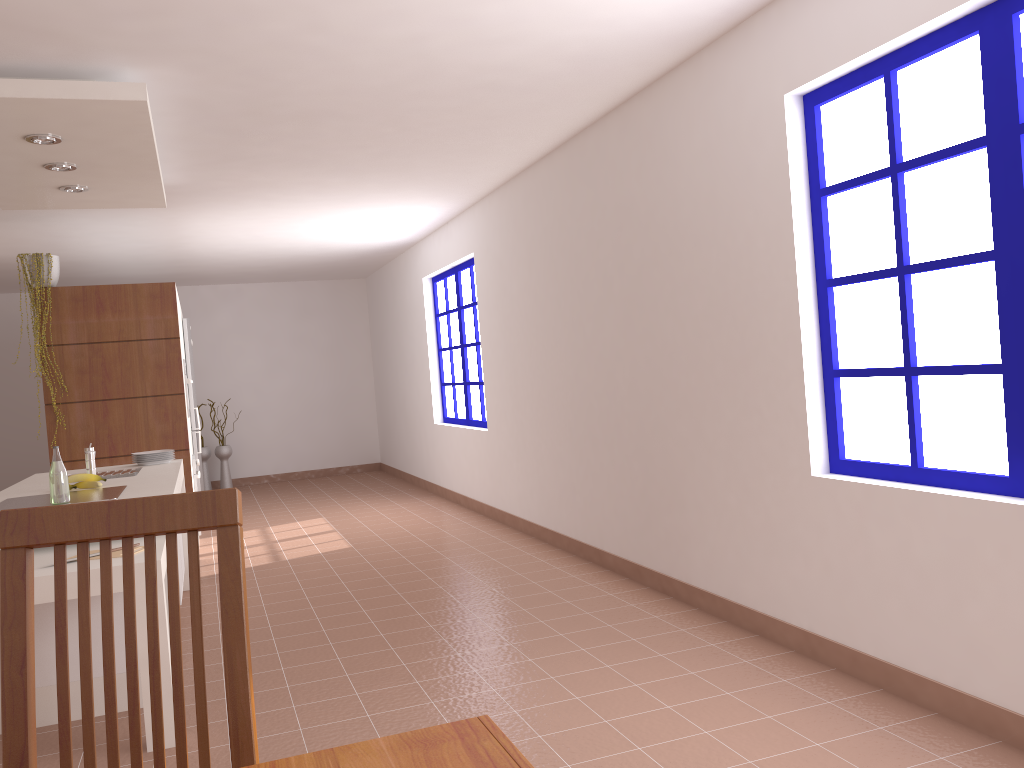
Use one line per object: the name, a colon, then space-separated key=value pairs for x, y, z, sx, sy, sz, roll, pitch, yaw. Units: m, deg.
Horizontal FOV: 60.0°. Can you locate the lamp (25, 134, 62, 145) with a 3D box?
lamp: x=-2.040 y=-1.084 z=3.860 sx=0.143 sy=0.059 sz=0.143 roll=-5 pitch=1 yaw=-36

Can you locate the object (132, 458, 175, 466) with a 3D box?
object: x=-2.140 y=0.466 z=5.299 sx=0.228 sy=0.020 sz=0.228 roll=-5 pitch=1 yaw=-38

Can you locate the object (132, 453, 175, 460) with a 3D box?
object: x=-2.142 y=0.436 z=5.298 sx=0.228 sy=0.020 sz=0.228 roll=-5 pitch=1 yaw=-38

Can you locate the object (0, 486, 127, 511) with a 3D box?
object: x=-1.916 y=0.487 z=3.755 sx=0.493 sy=0.006 sz=0.551 roll=-5 pitch=1 yaw=-19

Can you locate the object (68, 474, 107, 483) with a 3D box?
object: x=-2.000 y=0.444 z=4.145 sx=0.207 sy=0.055 sz=0.047 roll=-6 pitch=2 yaw=-43

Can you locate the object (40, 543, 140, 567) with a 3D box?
object: x=-1.504 y=0.613 z=3.178 sx=0.041 sy=0.008 sz=0.375 roll=-4 pitch=1 yaw=37

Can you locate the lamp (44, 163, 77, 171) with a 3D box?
lamp: x=-2.209 y=-1.080 z=4.337 sx=0.143 sy=0.059 sz=0.143 roll=-4 pitch=1 yaw=9

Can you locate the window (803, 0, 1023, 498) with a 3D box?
window: x=1.450 y=-0.382 z=2.561 sx=0.035 sy=1.430 sz=1.699 roll=-5 pitch=1 yaw=-19

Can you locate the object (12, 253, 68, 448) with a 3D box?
object: x=-3.204 y=-0.221 z=6.073 sx=0.279 sy=1.344 sz=0.297 roll=-4 pitch=1 yaw=30

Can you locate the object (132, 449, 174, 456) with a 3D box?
object: x=-2.144 y=0.415 z=5.298 sx=0.228 sy=0.020 sz=0.228 roll=-5 pitch=1 yaw=-38

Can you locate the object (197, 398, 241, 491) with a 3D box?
object: x=-3.478 y=0.723 z=10.562 sx=0.655 sy=1.112 sz=0.284 roll=-5 pitch=1 yaw=0

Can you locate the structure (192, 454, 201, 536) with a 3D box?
structure: x=-2.527 y=0.879 z=7.138 sx=0.058 sy=0.592 sz=0.596 roll=-5 pitch=1 yaw=-19

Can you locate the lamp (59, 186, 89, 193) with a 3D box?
lamp: x=-2.375 y=-1.076 z=4.808 sx=0.143 sy=0.059 sz=0.143 roll=-4 pitch=1 yaw=9

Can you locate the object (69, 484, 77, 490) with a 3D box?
object: x=-2.079 y=0.478 z=4.121 sx=0.060 sy=0.033 sz=0.207 roll=-5 pitch=1 yaw=-39

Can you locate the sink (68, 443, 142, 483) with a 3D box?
sink: x=-2.221 y=0.488 z=4.766 sx=0.404 sy=0.368 sz=0.668 roll=-5 pitch=1 yaw=-19

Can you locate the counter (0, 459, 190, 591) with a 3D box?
counter: x=-2.047 y=0.889 z=4.378 sx=0.821 sy=0.800 sz=2.156 roll=-5 pitch=1 yaw=-19

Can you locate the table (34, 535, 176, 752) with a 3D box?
table: x=-1.687 y=0.957 z=3.387 sx=0.737 sy=0.647 sz=1.003 roll=-5 pitch=1 yaw=-19

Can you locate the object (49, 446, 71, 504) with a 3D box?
object: x=-1.826 y=0.365 z=3.569 sx=0.071 sy=0.230 sz=0.071 roll=-5 pitch=1 yaw=-38

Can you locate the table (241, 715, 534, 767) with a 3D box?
table: x=-0.701 y=0.889 z=0.495 sx=1.800 sy=0.740 sz=0.900 roll=-5 pitch=1 yaw=-19

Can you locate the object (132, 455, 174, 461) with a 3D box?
object: x=-2.142 y=0.446 z=5.298 sx=0.228 sy=0.020 sz=0.228 roll=-5 pitch=1 yaw=-38

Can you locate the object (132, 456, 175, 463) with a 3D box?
object: x=-2.141 y=0.456 z=5.299 sx=0.228 sy=0.020 sz=0.228 roll=-5 pitch=1 yaw=-38

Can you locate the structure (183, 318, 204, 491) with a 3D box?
structure: x=-3.051 y=0.299 z=8.527 sx=0.089 sy=1.862 sz=0.604 roll=-5 pitch=1 yaw=-19

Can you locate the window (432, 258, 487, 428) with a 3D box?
window: x=-0.434 y=-0.338 z=7.939 sx=0.035 sy=1.430 sz=1.699 roll=-5 pitch=1 yaw=-19

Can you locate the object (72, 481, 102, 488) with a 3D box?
object: x=-1.972 y=0.470 z=4.131 sx=0.207 sy=0.033 sz=0.060 roll=-4 pitch=1 yaw=26

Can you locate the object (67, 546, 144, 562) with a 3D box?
object: x=-1.465 y=0.615 z=3.220 sx=0.266 sy=0.006 sz=0.168 roll=-5 pitch=1 yaw=-3

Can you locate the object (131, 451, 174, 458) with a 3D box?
object: x=-2.143 y=0.425 z=5.298 sx=0.228 sy=0.020 sz=0.228 roll=-5 pitch=1 yaw=-38

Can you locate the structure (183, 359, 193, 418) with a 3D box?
structure: x=-2.588 y=0.033 z=7.121 sx=0.056 sy=0.454 sz=0.614 roll=-5 pitch=1 yaw=-19

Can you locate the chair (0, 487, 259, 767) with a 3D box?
chair: x=-0.492 y=0.699 z=1.075 sx=0.444 sy=1.063 sz=0.574 roll=-5 pitch=1 yaw=-9

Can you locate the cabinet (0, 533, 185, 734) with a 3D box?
cabinet: x=-2.021 y=0.938 z=4.327 sx=0.737 sy=0.700 sz=2.048 roll=-5 pitch=1 yaw=-19
